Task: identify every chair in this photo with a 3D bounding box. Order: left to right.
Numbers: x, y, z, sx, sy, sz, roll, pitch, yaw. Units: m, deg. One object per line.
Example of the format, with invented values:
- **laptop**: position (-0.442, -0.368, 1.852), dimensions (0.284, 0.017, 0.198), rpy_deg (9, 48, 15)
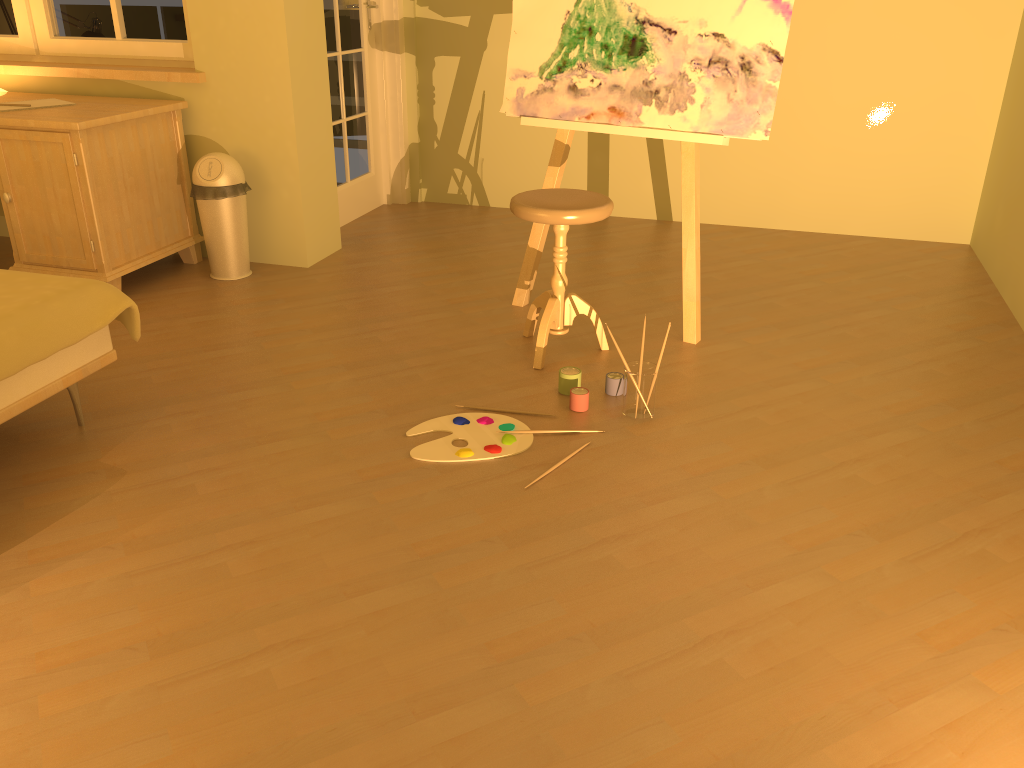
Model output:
- **chair**: position (0.160, -0.369, 3.082), dimensions (0.348, 0.551, 0.364), rpy_deg (13, 27, 25)

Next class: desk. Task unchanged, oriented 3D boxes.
- **desk**: position (-2.190, -0.865, 3.917), dimensions (1.396, 0.720, 0.684), rpy_deg (8, 26, 15)

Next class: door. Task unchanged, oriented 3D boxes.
- **door**: position (-0.862, -1.798, 4.437), dimensions (0.098, 2.033, 0.884), rpy_deg (8, 26, 15)

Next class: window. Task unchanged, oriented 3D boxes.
- **window**: position (-2.039, -2.079, 3.906), dimensions (1.486, 1.263, 0.142), rpy_deg (8, 26, 15)

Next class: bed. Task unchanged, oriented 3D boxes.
- **bed**: position (-1.978, 0.047, 1.728), dimensions (1.286, 0.894, 2.378), rpy_deg (7, 26, 15)

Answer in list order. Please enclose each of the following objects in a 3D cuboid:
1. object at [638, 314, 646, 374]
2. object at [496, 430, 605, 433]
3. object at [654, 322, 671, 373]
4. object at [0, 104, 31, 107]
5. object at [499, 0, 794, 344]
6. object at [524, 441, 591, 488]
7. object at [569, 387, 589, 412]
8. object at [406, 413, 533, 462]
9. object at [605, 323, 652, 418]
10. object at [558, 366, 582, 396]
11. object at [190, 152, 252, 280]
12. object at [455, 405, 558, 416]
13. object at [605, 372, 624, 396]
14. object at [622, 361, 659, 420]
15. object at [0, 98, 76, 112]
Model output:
- **object**: position (0.394, -0.055, 2.715), dimensions (0.010, 0.286, 0.159), rpy_deg (5, 25, 10)
- **object**: position (0.115, 0.141, 2.614), dimensions (0.325, 0.015, 0.010), rpy_deg (-2, 25, -5)
- **object**: position (0.433, -0.043, 2.653), dimensions (0.069, 0.319, 0.010), rpy_deg (22, 32, 38)
- **object**: position (-2.049, -1.143, 3.632), dimensions (0.166, 0.009, 0.008), rpy_deg (4, 25, 7)
- **object**: position (0.438, -1.181, 3.386), dimensions (0.972, 1.896, 1.132), rpy_deg (0, 25, -1)
- **object**: position (0.130, 0.219, 2.448), dimensions (0.010, 0.010, 0.325), rpy_deg (18, 30, 33)
- **object**: position (0.209, 0.049, 2.761), dimensions (0.060, 0.060, 0.060), rpy_deg (0, 25, -2)
- **object**: position (-0.123, 0.147, 2.596), dimensions (0.366, 0.014, 0.288), rpy_deg (-4, 25, -11)
- **object**: position (0.354, -0.039, 2.688), dimensions (0.172, 0.278, 0.010), rpy_deg (13, 28, 26)
- **object**: position (0.187, -0.010, 2.869), dimensions (0.073, 0.073, 0.073), rpy_deg (9, 26, 19)
- **object**: position (-1.259, -0.738, 3.876), dimensions (0.255, 0.535, 0.248), rpy_deg (-18, 31, -35)
- **object**: position (-0.018, 0.083, 2.743), dimensions (0.325, 0.010, 0.010), rpy_deg (5, 25, 10)
- **object**: position (0.332, 0.000, 2.869), dimensions (0.060, 0.060, 0.060), rpy_deg (1, 25, 1)
- **object**: position (0.390, 0.021, 2.707), dimensions (0.106, 0.157, 0.106), rpy_deg (-4, 25, -11)
- **object**: position (-2.010, -1.161, 3.689), dimensions (0.210, 0.010, 0.300), rpy_deg (21, 32, 37)
